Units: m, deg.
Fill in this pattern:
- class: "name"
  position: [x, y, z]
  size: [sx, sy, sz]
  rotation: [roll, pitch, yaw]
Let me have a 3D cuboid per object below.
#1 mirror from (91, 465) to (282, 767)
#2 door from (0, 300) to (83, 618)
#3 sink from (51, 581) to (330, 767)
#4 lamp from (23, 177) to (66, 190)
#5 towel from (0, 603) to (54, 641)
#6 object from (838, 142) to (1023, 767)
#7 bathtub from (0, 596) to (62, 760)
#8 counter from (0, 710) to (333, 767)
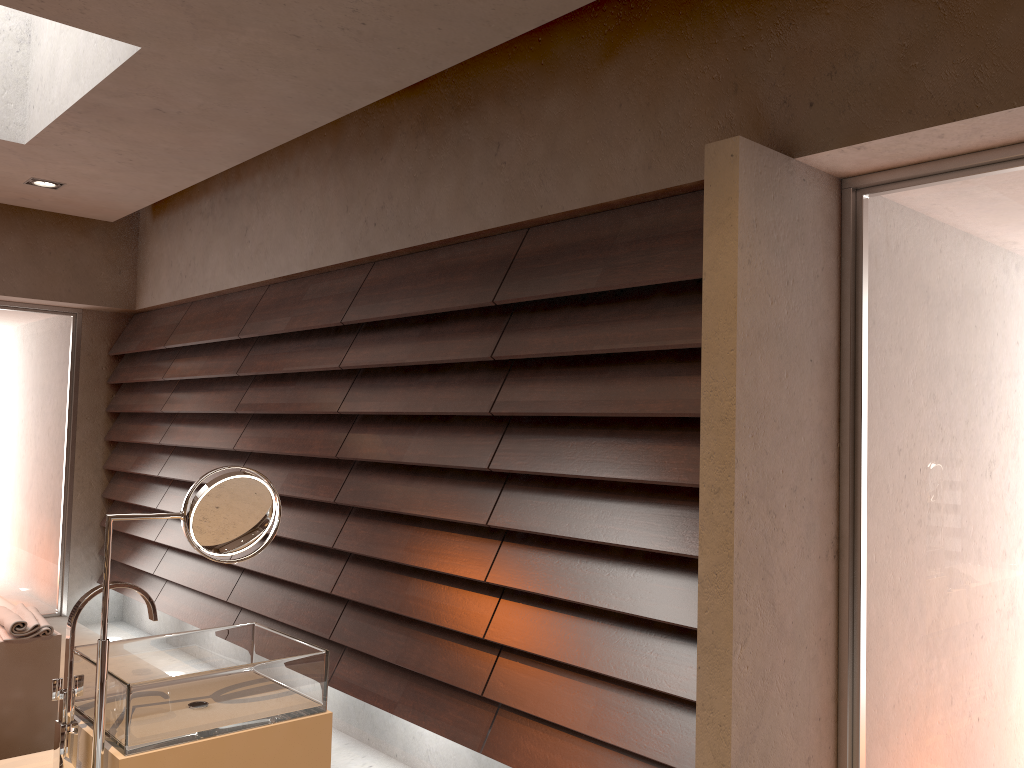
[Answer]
- class: "mirror"
  position: [-0.590, 0.447, 1.642]
  size: [0.316, 0.589, 0.074]
  rotation: [4, -4, -40]
- class: "door"
  position: [-3.258, 0.478, 5.489]
  size: [1.007, 2.000, 0.090]
  rotation: [4, -4, -42]
- class: "sink"
  position: [-0.671, 0.569, 1.803]
  size: [0.486, 0.357, 0.340]
  rotation: [4, -4, -42]
- class: "lamp"
  position: [-2.442, -1.068, 4.637]
  size: [0.165, 0.051, 0.170]
  rotation: [4, -4, -42]
- class: "towel"
  position: [-1.805, 0.866, 3.263]
  size: [0.159, 0.068, 0.396]
  rotation: [4, -4, -36]
- class: "object"
  position: [1.262, 0.420, 2.072]
  size: [0.090, 2.000, 1.007]
  rotation: [4, -4, -42]
- class: "bathtub"
  position: [-2.701, 0.979, 2.890]
  size: [2.000, 0.761, 0.994]
  rotation: [4, -4, -42]
- class: "counter"
  position: [-1.582, 0.946, 0.965]
  size: [2.931, 0.686, 0.350]
  rotation: [4, -4, -42]
